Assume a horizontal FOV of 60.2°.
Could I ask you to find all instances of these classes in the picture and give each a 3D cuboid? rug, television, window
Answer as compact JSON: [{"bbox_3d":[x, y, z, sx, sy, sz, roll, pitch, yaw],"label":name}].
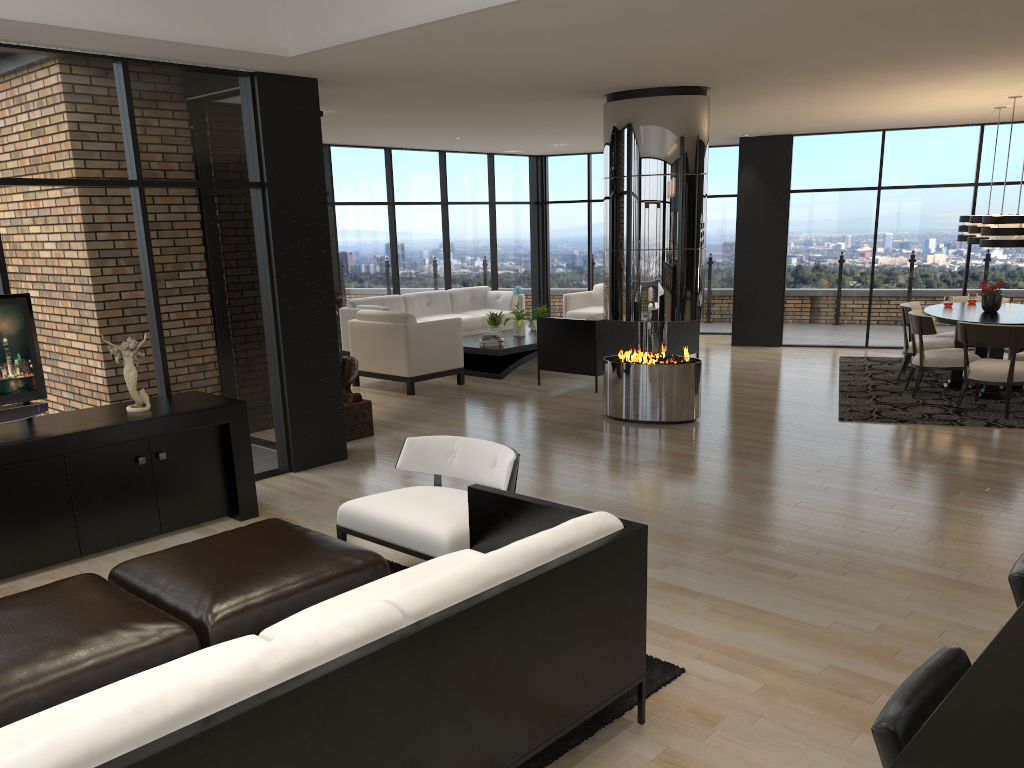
[{"bbox_3d":[4.757,0.034,8.915,2.712,0.011,3.650,2,11,20],"label":"rug"},{"bbox_3d":[-2.861,-0.058,4.397,0.927,0.727,0.402,-8,15,-28],"label":"television"},{"bbox_3d":[0.025,-1.767,5.909,10.085,4.893,15.619,5,12,29],"label":"window"},{"bbox_3d":[-1.261,1.233,3.266,2.460,0.012,2.996,8,14,43],"label":"rug"}]

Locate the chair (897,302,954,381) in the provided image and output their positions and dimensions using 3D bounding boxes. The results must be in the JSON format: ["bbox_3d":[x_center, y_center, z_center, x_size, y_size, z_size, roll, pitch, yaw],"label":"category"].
[{"bbox_3d":[4.372,-0.430,9.263,0.613,0.824,0.631,6,15,29],"label":"chair"}]

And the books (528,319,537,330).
[{"bbox_3d":[0.346,-0.802,11.856,0.223,0.129,0.301,0,11,10],"label":"books"}]

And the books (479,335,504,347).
[{"bbox_3d":[-0.237,-0.521,10.407,0.307,0.129,0.219,-3,12,-8],"label":"books"}]

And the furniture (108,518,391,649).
[{"bbox_3d":[-1.072,0.912,3.657,0.820,0.494,0.817,9,16,42],"label":"furniture"}]

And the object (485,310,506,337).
[{"bbox_3d":[-0.206,-0.730,10.864,0.284,0.378,0.210,0,14,6],"label":"object"}]

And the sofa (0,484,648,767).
[{"bbox_3d":[-0.527,0.923,2.600,0.831,0.821,2.006,10,16,42],"label":"sofa"}]

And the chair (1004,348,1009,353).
[{"bbox_3d":[5.359,-0.390,8.890,0.616,0.824,0.628,0,13,6],"label":"chair"}]

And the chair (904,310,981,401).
[{"bbox_3d":[4.107,-0.279,8.471,0.616,0.824,0.629,2,14,13],"label":"chair"}]

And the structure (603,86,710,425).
[{"bbox_3d":[1.222,-1.048,7.637,0.888,2.804,0.576,7,17,29],"label":"structure"}]

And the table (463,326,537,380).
[{"bbox_3d":[0.059,-0.425,11.191,1.253,0.359,2.006,8,14,42],"label":"table"}]

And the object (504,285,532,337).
[{"bbox_3d":[0.100,-0.920,11.109,0.353,0.645,0.364,-9,16,-27],"label":"object"}]

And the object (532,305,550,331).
[{"bbox_3d":[0.372,-0.853,11.454,0.284,0.378,0.210,3,15,20],"label":"object"}]

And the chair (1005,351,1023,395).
[{"bbox_3d":[5.050,-0.253,8.183,0.635,0.824,0.609,-13,18,-40],"label":"chair"}]

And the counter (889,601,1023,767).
[{"bbox_3d":[1.031,0.522,0.849,1.169,0.032,3.075,8,14,42],"label":"counter"}]

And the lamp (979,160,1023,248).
[{"bbox_3d":[4.373,-1.859,7.547,0.535,1.359,0.524,3,15,19],"label":"lamp"}]

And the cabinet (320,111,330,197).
[{"bbox_3d":[-2.995,-1.118,8.672,2.638,2.803,1.170,10,19,42],"label":"cabinet"}]

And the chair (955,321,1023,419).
[{"bbox_3d":[4.237,-0.141,7.699,0.609,0.824,0.635,-13,18,-40],"label":"chair"}]

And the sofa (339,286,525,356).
[{"bbox_3d":[-1.001,-0.820,12.087,0.847,0.874,2.661,10,16,42],"label":"sofa"}]

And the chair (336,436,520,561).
[{"bbox_3d":[-0.349,0.664,4.362,0.798,0.690,0.675,10,17,41],"label":"chair"}]

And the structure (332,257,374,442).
[{"bbox_3d":[-1.650,-0.339,7.465,0.724,1.630,0.510,11,19,41],"label":"structure"}]

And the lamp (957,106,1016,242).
[{"bbox_3d":[4.992,-2.172,9.168,0.535,1.359,0.524,3,15,19],"label":"lamp"}]

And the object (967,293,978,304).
[{"bbox_3d":[4.929,-0.916,9.446,0.095,0.108,0.093,-5,13,-13],"label":"object"}]

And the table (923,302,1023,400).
[{"bbox_3d":[4.712,-0.330,8.762,1.206,0.786,2.066,3,12,22],"label":"table"}]

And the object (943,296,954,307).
[{"bbox_3d":[4.563,-0.865,9.223,0.095,0.108,0.093,6,15,30],"label":"object"}]

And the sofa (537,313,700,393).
[{"bbox_3d":[1.246,-0.494,10.096,0.831,0.821,2.006,10,16,42],"label":"sofa"}]

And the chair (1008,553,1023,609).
[{"bbox_3d":[1.408,0.889,2.044,0.514,0.985,0.469,11,19,41],"label":"chair"}]

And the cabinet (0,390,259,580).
[{"bbox_3d":[-2.847,0.661,4.571,0.615,0.757,3.001,11,16,42],"label":"cabinet"}]

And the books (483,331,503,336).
[{"bbox_3d":[-0.222,-0.596,10.385,0.184,0.027,0.152,5,12,33],"label":"books"}]

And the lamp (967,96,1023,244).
[{"bbox_3d":[4.682,-2.016,8.357,0.535,1.359,0.524,3,15,19],"label":"lamp"}]

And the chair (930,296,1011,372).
[{"bbox_3d":[5.057,-0.533,9.722,0.637,0.824,0.607,10,18,40],"label":"chair"}]

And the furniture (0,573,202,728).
[{"bbox_3d":[-1.645,1.038,3.054,0.820,0.494,0.817,9,16,42],"label":"furniture"}]

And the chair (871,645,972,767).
[{"bbox_3d":[0.879,1.006,1.487,0.514,0.985,0.469,11,19,41],"label":"chair"}]

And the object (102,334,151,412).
[{"bbox_3d":[-2.180,-0.068,5.076,0.104,0.469,0.253,12,20,42],"label":"object"}]

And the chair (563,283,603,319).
[{"bbox_3d":[1.358,-0.965,12.516,0.992,0.875,0.843,10,17,41],"label":"chair"}]

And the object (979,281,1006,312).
[{"bbox_3d":[4.684,-0.858,8.631,0.228,0.305,0.233,4,14,22],"label":"object"}]

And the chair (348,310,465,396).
[{"bbox_3d":[-1.170,-0.410,9.862,0.992,0.875,0.843,10,17,41],"label":"chair"}]
